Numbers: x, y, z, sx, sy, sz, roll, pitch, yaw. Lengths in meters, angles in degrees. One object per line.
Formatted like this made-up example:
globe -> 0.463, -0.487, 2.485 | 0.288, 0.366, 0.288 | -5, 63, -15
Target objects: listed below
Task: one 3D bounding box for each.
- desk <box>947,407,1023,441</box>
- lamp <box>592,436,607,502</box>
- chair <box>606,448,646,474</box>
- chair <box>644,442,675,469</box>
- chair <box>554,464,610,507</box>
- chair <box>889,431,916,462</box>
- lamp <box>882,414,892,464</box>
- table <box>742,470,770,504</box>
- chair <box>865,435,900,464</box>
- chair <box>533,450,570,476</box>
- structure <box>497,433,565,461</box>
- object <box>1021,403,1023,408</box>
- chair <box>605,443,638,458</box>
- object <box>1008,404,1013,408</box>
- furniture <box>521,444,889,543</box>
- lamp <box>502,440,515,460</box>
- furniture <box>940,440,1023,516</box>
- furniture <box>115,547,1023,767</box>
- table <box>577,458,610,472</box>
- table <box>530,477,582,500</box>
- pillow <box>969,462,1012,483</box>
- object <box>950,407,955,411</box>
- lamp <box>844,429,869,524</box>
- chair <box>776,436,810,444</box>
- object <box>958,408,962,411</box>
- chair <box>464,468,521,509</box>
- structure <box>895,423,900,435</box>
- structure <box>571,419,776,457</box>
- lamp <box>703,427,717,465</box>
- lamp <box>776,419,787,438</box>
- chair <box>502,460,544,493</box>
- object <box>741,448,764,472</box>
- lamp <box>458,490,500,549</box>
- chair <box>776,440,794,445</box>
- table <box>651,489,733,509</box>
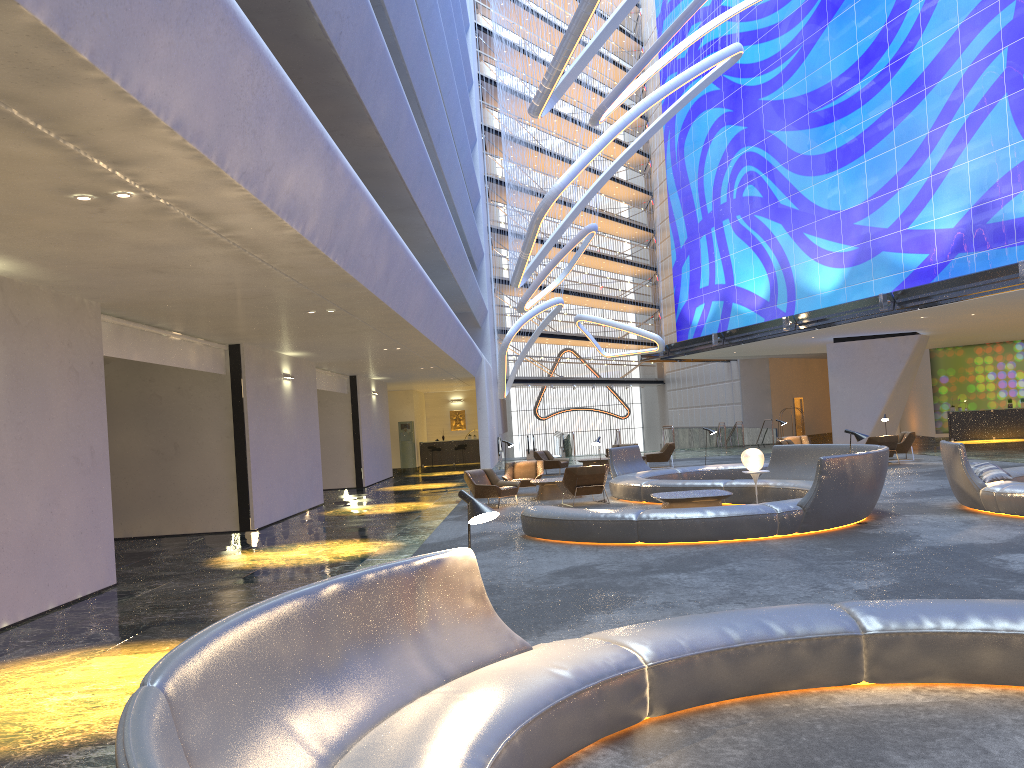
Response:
desk -> 17.609, 1.454, 32.288 | 2.981, 1.097, 0.813 | -6, -2, 40
lamp -> 1.731, 1.686, 17.501 | 0.202, 1.300, 0.384 | -4, -1, 18
chair -> 3.299, 2.233, 25.903 | 0.938, 0.766, 0.931 | -2, -2, -37
chair -> 4.561, 2.221, 27.408 | 0.939, 0.766, 0.930 | -4, -2, 3
chair -> 1.401, 1.967, 17.279 | 0.929, 0.766, 0.940 | -3, -2, -15
chair -> 10.423, 1.703, 24.092 | 0.939, 0.766, 0.930 | -4, -2, 10
lamp -> 9.701, 1.428, 22.957 | 0.202, 1.300, 0.384 | -4, -1, 18
table -> 4.079, 1.753, 14.782 | 0.418, 0.595, 0.428 | -4, -1, 0
chair -> 9.371, 1.708, 22.734 | 0.929, 0.766, 0.940 | -3, -2, -15
chair -> 1.217, 2.429, 27.344 | 0.939, 0.766, 0.929 | -4, -2, 26
structure -> 1.296, 6.842, 49.540 | 3.017, 8.234, 19.844 | -4, -2, 1
object -> 18.194, 0.762, 31.535 | 0.150, 0.145, 0.150 | -5, -2, 35
chair -> 3.610, 2.345, 28.837 | 0.930, 0.766, 0.938 | -5, -2, 28
object -> 17.854, 0.793, 31.758 | 0.150, 0.145, 0.150 | -5, -2, 35
furniture -> 3.700, 1.619, 15.732 | 5.189, 0.969, 9.928 | -4, -3, 18
lamp -> -0.072, 1.934, 20.503 | 0.384, 1.300, 0.202 | -4, -1, 18
furniture -> 9.161, 1.014, 9.936 | 5.184, 0.969, 9.938 | -3, -3, -7
furniture -> 1.573, 1.080, 0.738 | 5.185, 0.969, 9.936 | -4, -3, -2
table -> 2.687, 2.529, 27.605 | 1.204, 0.392, 1.203 | -4, -3, 19
table -> 1.004, 2.255, 19.132 | 1.203, 0.392, 1.204 | -4, -2, 1
pillow -> 6.731, 1.245, 12.611 | 0.692, 0.262, 0.877 | -4, -2, 10
object -> 16.371, 0.937, 32.918 | 0.149, 0.149, 0.149 | -5, -2, 36
lamp -> 4.706, 1.255, 12.081 | 0.384, 1.300, 0.202 | -4, -1, 18
chair -> 8.253, 1.920, 25.892 | 0.929, 0.766, 0.939 | -4, -2, 7
object -> 16.572, 0.938, 32.772 | 0.108, 0.108, 0.111 | -5, -2, 36
chair -> -0.423, 2.114, 18.000 | 0.940, 0.766, 0.929 | -5, -2, 34
structure -> 16.428, 1.318, 38.166 | 1.021, 2.050, 0.773 | -3, -1, -21
structure -> 7.726, 6.483, 49.848 | 9.305, 8.395, 19.748 | -4, -2, 1
lamp -> 4.546, 1.635, 20.330 | 0.384, 1.300, 0.202 | -4, -1, 18
lamp -> 7.898, 1.676, 25.958 | 0.384, 1.300, 0.202 | -4, -1, 18
chair -> 0.283, 2.179, 20.437 | 0.929, 0.766, 0.939 | -4, -2, 7
object -> 4.006, 1.264, 14.759 | 0.367, 0.387, 0.318 | -4, -1, 8
lamp -> -0.183, 1.245, 4.954 | 0.201, 1.300, 0.384 | -3, -1, -39
chair -> 7.547, 1.856, 23.456 | 0.940, 0.766, 0.929 | -5, -2, 34
table -> 2.789, 1.902, 13.767 | 1.203, 0.392, 1.204 | -4, -2, 2
